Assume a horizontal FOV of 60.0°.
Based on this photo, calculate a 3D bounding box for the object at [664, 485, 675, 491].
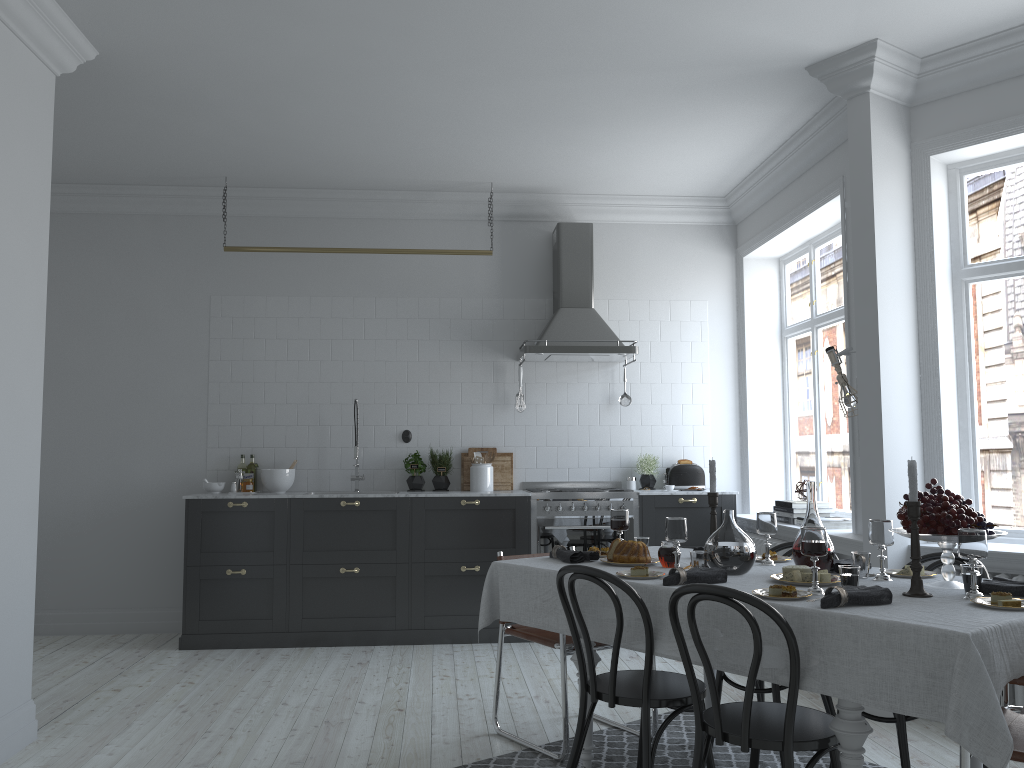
[{"bbox_3d":[1.156,0.764,6.501,0.072,0.040,0.070,1,-5,-13],"label":"object"}]

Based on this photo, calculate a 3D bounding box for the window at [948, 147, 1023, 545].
[{"bbox_3d":[3.108,-0.249,4.026,0.061,2.080,2.079,4,-6,-42],"label":"window"}]

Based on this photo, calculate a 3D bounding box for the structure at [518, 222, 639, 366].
[{"bbox_3d":[0.486,-0.691,6.757,0.843,1.079,0.567,0,-5,-5],"label":"structure"}]

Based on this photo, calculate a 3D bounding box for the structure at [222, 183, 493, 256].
[{"bbox_3d":[-1.131,-1.242,6.574,1.988,0.556,0.053,0,-5,-5],"label":"structure"}]

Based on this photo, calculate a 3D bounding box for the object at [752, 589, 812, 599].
[{"bbox_3d":[0.859,0.671,2.822,0.182,0.013,0.182,-1,-5,10],"label":"object"}]

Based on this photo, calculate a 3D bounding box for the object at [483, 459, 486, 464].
[{"bbox_3d":[-0.206,0.683,6.725,0.050,0.247,0.114,4,-6,-40],"label":"object"}]

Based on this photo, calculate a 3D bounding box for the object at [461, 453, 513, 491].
[{"bbox_3d":[-0.192,0.678,6.857,0.400,0.290,0.030,0,-5,-5],"label":"object"}]

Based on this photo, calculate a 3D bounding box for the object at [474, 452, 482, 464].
[{"bbox_3d":[-0.231,0.660,6.694,0.064,0.290,0.141,3,-6,-31],"label":"object"}]

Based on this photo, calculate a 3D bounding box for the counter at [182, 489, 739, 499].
[{"bbox_3d":[-0.336,0.806,6.537,3.902,0.020,0.624,0,-5,-5],"label":"counter"}]

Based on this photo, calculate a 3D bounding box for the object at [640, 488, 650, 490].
[{"bbox_3d":[1.001,0.799,6.755,0.091,0.018,0.062,0,-5,-7],"label":"object"}]

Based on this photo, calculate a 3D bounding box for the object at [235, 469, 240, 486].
[{"bbox_3d":[-2.033,0.721,6.594,0.059,0.172,0.059,-3,-5,27],"label":"object"}]

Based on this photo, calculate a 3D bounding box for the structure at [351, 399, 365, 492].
[{"bbox_3d":[-1.152,0.457,6.574,0.100,0.692,0.266,0,-5,-5],"label":"structure"}]

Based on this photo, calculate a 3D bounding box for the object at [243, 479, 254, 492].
[{"bbox_3d":[-1.936,0.749,6.506,0.078,0.101,0.078,-2,-5,24],"label":"object"}]

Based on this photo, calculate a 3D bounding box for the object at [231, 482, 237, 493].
[{"bbox_3d":[-2.034,0.756,6.487,0.046,0.084,0.046,1,-5,-18],"label":"object"}]

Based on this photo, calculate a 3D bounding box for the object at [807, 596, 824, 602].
[{"bbox_3d":[0.962,0.665,2.758,0.131,0.012,0.031,3,-6,-37],"label":"object"}]

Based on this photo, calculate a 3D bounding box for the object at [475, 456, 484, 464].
[{"bbox_3d":[-0.264,0.671,6.651,0.054,0.262,0.149,2,-5,-30],"label":"object"}]

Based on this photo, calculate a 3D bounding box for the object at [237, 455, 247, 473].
[{"bbox_3d":[-2.026,0.671,6.665,0.066,0.282,0.066,1,-5,-10],"label":"object"}]

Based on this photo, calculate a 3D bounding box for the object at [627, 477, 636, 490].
[{"bbox_3d":[0.922,0.768,6.841,0.072,0.095,0.072,-4,-6,40],"label":"object"}]

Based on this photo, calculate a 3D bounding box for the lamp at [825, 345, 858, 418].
[{"bbox_3d":[1.835,0.272,4.743,0.131,0.977,0.312,2,-5,-30],"label":"lamp"}]

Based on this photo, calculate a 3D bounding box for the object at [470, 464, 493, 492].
[{"bbox_3d":[-0.228,0.704,6.680,0.174,0.208,0.174,1,-5,-9],"label":"object"}]

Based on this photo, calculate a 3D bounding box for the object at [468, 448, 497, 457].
[{"bbox_3d":[-0.226,0.655,6.824,0.220,0.330,0.041,0,-5,-5],"label":"object"}]

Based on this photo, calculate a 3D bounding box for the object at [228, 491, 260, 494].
[{"bbox_3d":[-1.982,0.802,6.567,0.180,0.008,0.272,0,-5,-5],"label":"object"}]

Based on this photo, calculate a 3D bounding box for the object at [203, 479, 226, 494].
[{"bbox_3d":[-2.182,0.747,6.504,0.159,0.110,0.172,1,-5,-10],"label":"object"}]

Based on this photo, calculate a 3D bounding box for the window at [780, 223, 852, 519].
[{"bbox_3d":[2.254,-0.067,6.188,0.061,2.080,1.716,0,-5,-5],"label":"window"}]

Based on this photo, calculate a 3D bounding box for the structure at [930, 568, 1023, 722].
[{"bbox_3d":[2.641,1.241,3.829,0.245,0.753,1.710,4,-6,-42],"label":"structure"}]

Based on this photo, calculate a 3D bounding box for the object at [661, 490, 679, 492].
[{"bbox_3d":[1.157,0.783,6.499,0.126,0.008,0.126,-2,-5,22],"label":"object"}]

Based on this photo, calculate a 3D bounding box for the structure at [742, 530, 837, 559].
[{"bbox_3d":[1.780,1.424,5.999,0.245,0.753,1.673,0,-5,-5],"label":"structure"}]

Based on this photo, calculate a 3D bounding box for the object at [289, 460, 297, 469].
[{"bbox_3d":[-1.681,0.683,6.620,0.042,0.232,0.209,-4,-6,36],"label":"object"}]

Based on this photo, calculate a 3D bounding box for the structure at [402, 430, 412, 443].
[{"bbox_3d":[-0.810,0.403,6.829,0.079,0.103,0.032,0,-5,-5],"label":"structure"}]

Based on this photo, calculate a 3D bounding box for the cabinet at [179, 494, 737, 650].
[{"bbox_3d":[-0.332,1.320,6.484,3.897,1.012,0.646,0,-5,-5],"label":"cabinet"}]

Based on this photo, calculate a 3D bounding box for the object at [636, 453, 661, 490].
[{"bbox_3d":[1.049,0.674,6.845,0.210,0.283,0.220,-1,-5,8],"label":"object"}]

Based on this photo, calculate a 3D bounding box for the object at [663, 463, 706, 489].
[{"bbox_3d":[1.331,0.713,6.868,0.326,0.207,0.219,0,-5,0],"label":"object"}]

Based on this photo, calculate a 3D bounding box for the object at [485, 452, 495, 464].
[{"bbox_3d":[-0.197,0.661,6.725,0.131,0.296,0.056,2,-5,-25],"label":"object"}]

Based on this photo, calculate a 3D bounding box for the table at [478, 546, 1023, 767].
[{"bbox_3d":[0.937,1.134,3.295,1.210,0.842,2.179,3,-6,-38],"label":"table"}]

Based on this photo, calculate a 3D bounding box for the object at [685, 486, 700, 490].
[{"bbox_3d":[1.346,0.776,6.591,0.119,0.031,0.074,-3,-5,28],"label":"object"}]

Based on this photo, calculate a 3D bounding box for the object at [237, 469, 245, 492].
[{"bbox_3d":[-2.000,0.716,6.538,0.059,0.172,0.059,-3,-5,27],"label":"object"}]

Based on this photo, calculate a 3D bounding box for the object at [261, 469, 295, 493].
[{"bbox_3d":[-1.739,0.719,6.583,0.247,0.175,0.247,-1,-5,9],"label":"object"}]

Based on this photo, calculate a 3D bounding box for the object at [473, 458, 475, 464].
[{"bbox_3d":[-0.239,0.683,6.719,0.118,0.250,0.033,0,-5,-5],"label":"object"}]

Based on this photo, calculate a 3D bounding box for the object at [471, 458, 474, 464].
[{"bbox_3d":[-0.259,0.678,6.674,0.117,0.251,0.061,-2,-5,25],"label":"object"}]

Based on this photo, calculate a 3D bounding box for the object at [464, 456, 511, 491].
[{"bbox_3d":[-0.191,0.688,6.800,0.360,0.261,0.053,0,-5,-5],"label":"object"}]

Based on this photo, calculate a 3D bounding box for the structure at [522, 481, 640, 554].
[{"bbox_3d":[0.498,1.280,6.556,0.779,1.096,0.651,0,-5,-5],"label":"structure"}]
